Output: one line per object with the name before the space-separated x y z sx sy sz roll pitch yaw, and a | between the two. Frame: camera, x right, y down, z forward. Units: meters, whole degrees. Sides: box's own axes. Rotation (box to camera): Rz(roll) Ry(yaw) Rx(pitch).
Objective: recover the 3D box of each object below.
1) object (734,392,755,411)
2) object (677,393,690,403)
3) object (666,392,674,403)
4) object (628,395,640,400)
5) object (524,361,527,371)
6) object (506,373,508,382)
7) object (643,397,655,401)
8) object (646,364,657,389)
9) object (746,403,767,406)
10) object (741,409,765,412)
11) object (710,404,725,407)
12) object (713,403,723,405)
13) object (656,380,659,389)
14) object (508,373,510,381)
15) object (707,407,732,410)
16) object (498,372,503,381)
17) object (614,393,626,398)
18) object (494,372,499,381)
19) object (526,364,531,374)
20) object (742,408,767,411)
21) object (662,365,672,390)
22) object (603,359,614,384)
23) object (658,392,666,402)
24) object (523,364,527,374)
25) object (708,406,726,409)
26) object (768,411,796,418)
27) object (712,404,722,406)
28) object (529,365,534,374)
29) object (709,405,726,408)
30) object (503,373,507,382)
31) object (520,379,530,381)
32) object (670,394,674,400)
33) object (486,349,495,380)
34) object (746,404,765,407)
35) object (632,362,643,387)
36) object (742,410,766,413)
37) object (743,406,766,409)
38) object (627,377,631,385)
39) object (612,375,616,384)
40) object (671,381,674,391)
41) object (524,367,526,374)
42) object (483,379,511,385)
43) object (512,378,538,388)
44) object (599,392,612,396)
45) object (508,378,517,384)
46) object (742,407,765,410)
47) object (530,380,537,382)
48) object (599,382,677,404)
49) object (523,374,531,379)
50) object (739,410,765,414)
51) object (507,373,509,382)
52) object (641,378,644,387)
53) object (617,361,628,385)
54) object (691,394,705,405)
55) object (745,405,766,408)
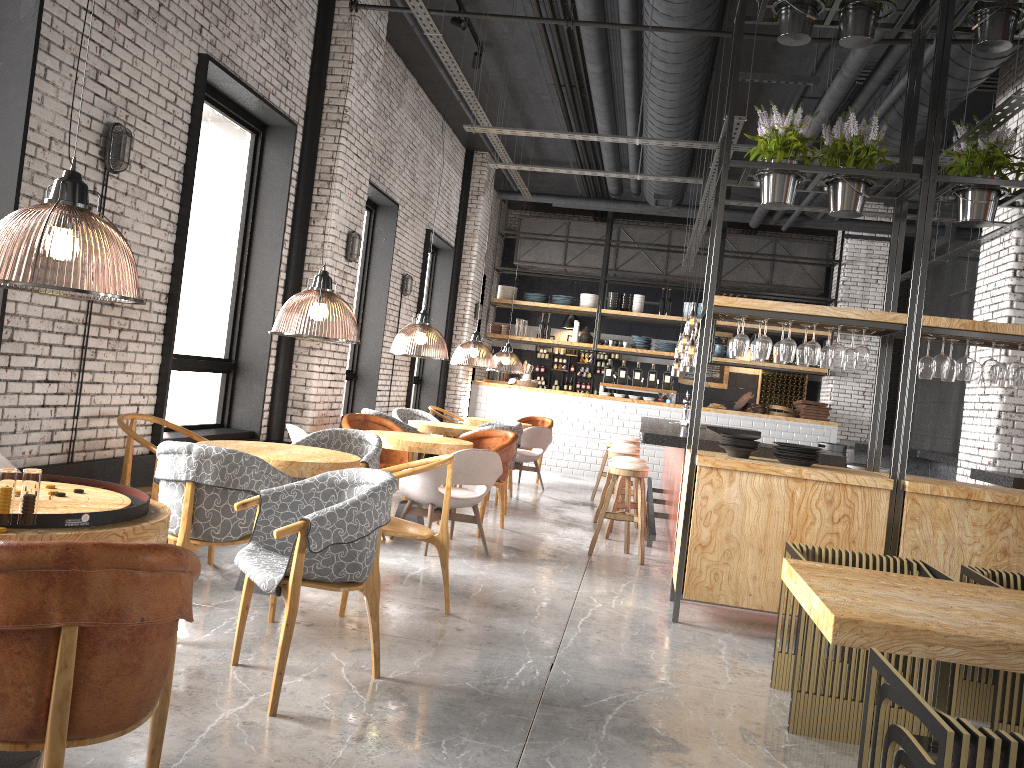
object | 3.726 0.280 14.247 0.241 0.338 0.488 7 0 -6
object | 2.788 0.236 14.422 0.181 0.168 0.170 6 0 19
object | 2.529 0.215 14.239 0.128 0.189 0.123 6 -1 18
object | 1.985 0.219 14.377 0.216 0.056 0.323 7 0 9
object | 0.232 -0.250 14.945 0.017 0.289 0.090 8 -1 -45
object | -0.102 -0.117 14.940 0.056 0.249 0.056 7 -1 -29
object | 2.210 0.243 14.326 0.216 0.060 0.323 7 0 9
object | 2.320 -0.130 14.656 0.154 0.404 0.154 6 -1 8
object | 3.899 0.328 14.327 0.457 0.019 0.407 6 0 -35
object | 3.903 0.426 14.325 0.458 0.019 0.406 7 0 37
object | 3.335 0.350 14.376 0.230 0.016 0.556 7 0 15
object | 3.323 0.327 14.217 0.184 0.011 0.254 7 0 30
object | 2.392 -0.001 14.563 0.024 0.164 0.062 7 -1 -1
object | -0.076 -0.114 15.112 0.056 0.249 0.056 7 -1 -29
object | 3.367 0.396 14.328 0.457 0.019 0.407 6 0 -40
object | -0.185 -0.201 14.877 0.070 0.368 0.107 6 -1 8
object | 1.746 0.190 14.392 0.216 0.059 0.323 7 0 9
object | -0.250 -0.208 14.886 0.070 0.368 0.107 6 -1 8
object | 0.257 -0.158 14.840 0.033 0.370 0.137 7 -1 -25
object | 3.898 0.409 14.326 0.458 0.019 0.407 7 0 -23
object | 2.564 -0.102 14.623 0.154 0.404 0.154 6 -1 8
object | 1.615 -0.212 14.768 0.154 0.404 0.154 6 -1 8
object | 2.409 0.214 14.328 0.122 0.165 0.112 6 -1 43
object | 0.212 -0.168 14.915 0.087 0.356 0.026 6 -1 31
object | 3.331 0.376 14.380 0.277 0.019 0.513 7 0 14
object | 4.331 0.468 14.217 0.437 0.097 0.436 7 0 33
object | 3.294 0.334 14.289 0.172 0.010 0.368 7 0 19
object | 0.283 -0.151 14.884 0.123 0.358 0.076 6 -1 24
object | 3.325 0.363 14.376 0.215 0.013 0.521 7 0 5
object | -0.114 -0.118 14.854 0.056 0.249 0.056 7 -1 -29
object | 0.215 -0.045 14.662 0.160 0.078 0.161 7 0 -13
object | 2.556 0.230 14.363 0.122 0.165 0.112 7 -1 -27
object | -0.342 -0.313 14.890 0.106 0.554 0.156 6 -1 8
object | 3.915 0.346 14.325 0.458 0.019 0.406 7 0 42
object | 2.081 -0.158 14.697 0.154 0.404 0.154 6 -1 8
object | 3.921 0.444 14.313 0.406 0.019 0.458 7 0 -19
object | 3.891 0.376 14.325 0.457 0.019 0.407 6 0 -39
object | 1.925 -0.055 14.651 0.077 0.164 0.039 7 -1 -37
object | 1.689 -0.082 14.671 0.032 0.164 0.080 7 -1 -20
object | 2.630 0.027 14.523 0.034 0.164 0.061 6 -1 42
object | 0.224 -0.135 14.884 0.071 0.328 0.052 7 -1 -36
object | -0.245 -0.031 14.983 0.411 0.050 0.411 7 0 8
object | 0.214 -0.018 14.767 0.436 0.157 0.420 7 0 -19
object | 1.519 0.166 14.440 0.216 0.056 0.323 7 0 9
object | 0.081 -0.035 14.737 0.283 0.111 0.187 7 0 -45
object | 3.872 0.390 14.316 0.407 0.019 0.457 7 0 22
object | 0.334 -0.032 14.770 0.160 0.078 0.160 7 0 -28
object | 2.060 0.321 14.683 1.250 0.551 0.314 7 -1 9
object | 0.241 -0.065 14.889 0.129 0.204 0.129 6 -1 44
object | 3.904 0.458 14.323 0.458 0.019 0.406 7 0 44
object | -0.089 -0.116 15.026 0.056 0.249 0.056 7 -1 -29
object | 2.153 -0.028 14.622 0.031 0.164 0.046 6 -1 34
object | 1.841 -0.185 14.725 0.154 0.404 0.154 6 -1 8
object | 3.025 0.263 14.479 0.181 0.168 0.170 7 0 -11
object | 3.919 0.363 14.323 0.406 0.019 0.458 6 0 -39
